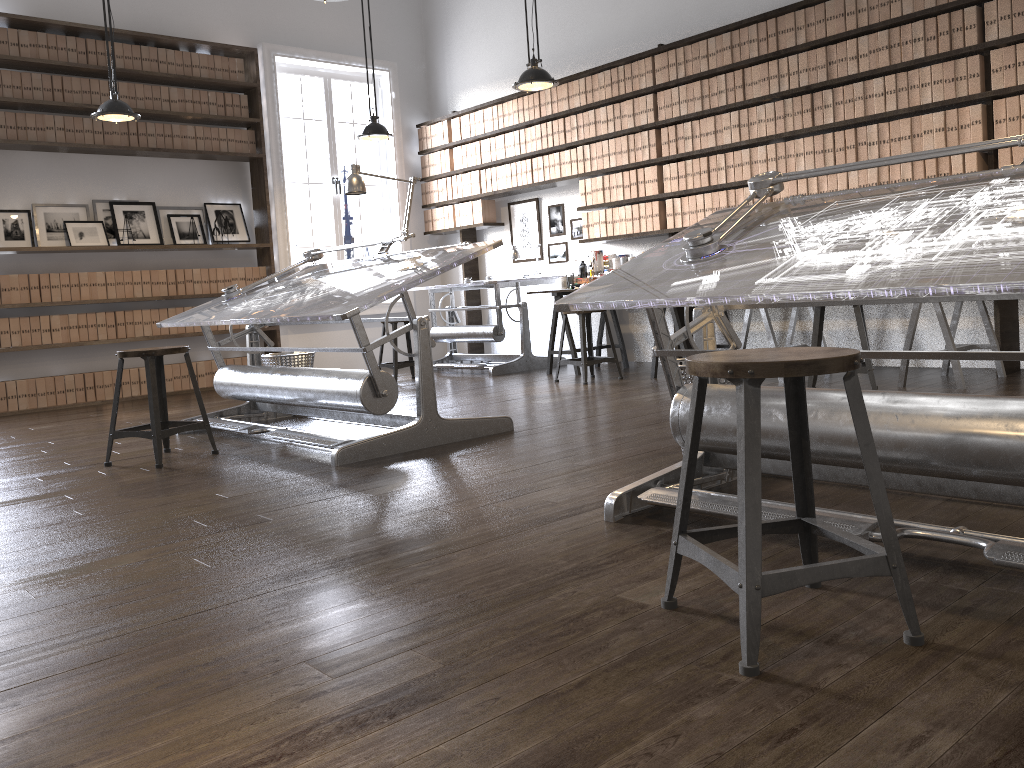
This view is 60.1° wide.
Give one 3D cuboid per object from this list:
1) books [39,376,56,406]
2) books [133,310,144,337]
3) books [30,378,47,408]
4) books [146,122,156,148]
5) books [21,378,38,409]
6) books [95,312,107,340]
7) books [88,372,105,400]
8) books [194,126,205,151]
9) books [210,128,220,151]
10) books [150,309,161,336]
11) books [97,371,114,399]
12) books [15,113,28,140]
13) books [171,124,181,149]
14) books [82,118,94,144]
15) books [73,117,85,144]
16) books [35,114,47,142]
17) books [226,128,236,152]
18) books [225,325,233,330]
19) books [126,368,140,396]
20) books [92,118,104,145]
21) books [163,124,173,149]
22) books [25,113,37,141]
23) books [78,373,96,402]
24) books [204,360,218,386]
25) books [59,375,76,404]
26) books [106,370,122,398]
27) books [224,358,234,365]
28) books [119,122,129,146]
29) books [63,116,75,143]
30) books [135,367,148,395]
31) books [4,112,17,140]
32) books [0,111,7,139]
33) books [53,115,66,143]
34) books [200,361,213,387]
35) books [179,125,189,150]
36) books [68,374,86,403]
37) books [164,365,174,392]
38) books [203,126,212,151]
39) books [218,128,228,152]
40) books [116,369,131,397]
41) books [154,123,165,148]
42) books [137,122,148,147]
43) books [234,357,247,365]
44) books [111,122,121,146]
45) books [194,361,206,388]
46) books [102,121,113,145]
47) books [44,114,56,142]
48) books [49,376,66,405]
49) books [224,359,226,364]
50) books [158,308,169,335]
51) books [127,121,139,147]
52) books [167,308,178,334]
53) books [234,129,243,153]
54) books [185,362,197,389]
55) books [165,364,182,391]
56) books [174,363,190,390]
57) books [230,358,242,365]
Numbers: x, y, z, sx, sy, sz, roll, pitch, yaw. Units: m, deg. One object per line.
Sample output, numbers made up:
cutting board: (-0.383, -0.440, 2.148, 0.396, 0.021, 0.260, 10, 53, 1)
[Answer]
books: (-3.637, 0.059, 6.938, 0.067, 0.225, 0.174, -7, 5, -41)
books: (-3.139, -0.503, 7.371, 0.067, 0.225, 0.174, -7, 5, -41)
books: (-3.683, 0.067, 6.889, 0.067, 0.225, 0.174, -7, 5, -41)
books: (-3.063, -2.072, 7.453, 0.067, 0.225, 0.174, -7, 5, -41)
books: (-3.736, 0.074, 6.848, 0.067, 0.225, 0.174, -7, 5, -41)
books: (-3.354, -0.469, 7.185, 0.067, 0.225, 0.174, -7, 5, -41)
books: (-3.366, 0.016, 7.176, 0.067, 0.225, 0.174, -7, 5, -41)
books: (-2.755, -2.120, 7.723, 0.067, 0.225, 0.174, -7, 5, -41)
books: (-2.654, -2.137, 7.819, 0.067, 0.225, 0.174, -7, 5, -41)
books: (-3.037, -0.520, 7.470, 0.067, 0.225, 0.174, -7, 5, -41)
books: (-3.316, 0.008, 7.218, 0.067, 0.225, 0.174, -7, 5, -41)
books: (-3.794, -1.958, 6.815, 0.067, 0.225, 0.174, -7, 5, -41)
books: (-2.906, -2.096, 7.589, 0.067, 0.225, 0.174, -7, 5, -41)
books: (-3.433, -2.014, 7.129, 0.067, 0.225, 0.174, -7, 5, -41)
books: (-3.488, -2.006, 7.086, 0.067, 0.225, 0.174, -7, 5, -41)
books: (-3.693, -1.974, 6.902, 0.067, 0.225, 0.174, -7, 5, -41)
books: (-2.543, -2.153, 7.908, 0.067, 0.225, 0.174, -7, 5, -41)
books: (-2.560, -0.594, 7.885, 0.067, 0.225, 0.174, -7, 5, -41)
books: (-3.160, -0.016, 7.354, 0.067, 0.225, 0.174, -7, 5, -41)
books: (-3.377, -2.022, 7.174, 0.067, 0.225, 0.174, -7, 5, -41)
books: (-2.960, -2.089, 7.549, 0.067, 0.225, 0.174, -7, 5, -41)
books: (-3.740, -1.965, 6.855, 0.067, 0.225, 0.174, -7, 5, -41)
books: (-3.418, 0.025, 7.123, 0.067, 0.225, 0.174, -7, 5, -41)
books: (-2.642, -0.097, 7.805, 0.067, 0.225, 0.174, -7, 5, -41)
books: (-3.528, 0.042, 7.028, 0.067, 0.225, 0.174, -7, 5, -41)
books: (-3.266, 0.001, 7.256, 0.067, 0.225, 0.174, -7, 5, -41)
books: (-2.543, -0.113, 7.900, 0.067, 0.225, 0.174, -7, 5, -41)
books: (-3.231, -2.046, 7.311, 0.067, 0.225, 0.174, -7, 5, -41)
books: (-3.539, -1.998, 7.038, 0.067, 0.225, 0.174, -7, 5, -41)
books: (-3.103, -0.025, 7.401, 0.067, 0.225, 0.174, -7, 5, -41)
books: (-3.847, -1.950, 6.768, 0.067, 0.225, 0.174, -7, 5, -41)
books: (-3.897, -1.941, 6.719, 0.067, 0.225, 0.174, -7, 5, -41)
books: (-3.589, -1.989, 6.989, 0.067, 0.225, 0.174, -7, 5, -41)
books: (-2.695, -0.089, 7.764, 0.067, 0.225, 0.174, -7, 5, -41)
books: (-2.859, -2.104, 7.636, 0.067, 0.225, 0.174, -7, 5, -41)
books: (-3.478, 0.034, 7.078, 0.067, 0.225, 0.174, -7, 5, -41)
books: (-2.951, -0.048, 7.534, 0.067, 0.225, 0.174, -7, 5, -41)
books: (-2.705, -2.128, 7.772, 0.067, 0.225, 0.174, -7, 5, -41)
books: (-2.599, -2.145, 7.862, 0.067, 0.225, 0.174, -7, 5, -41)
books: (-3.212, -0.007, 7.304, 0.067, 0.225, 0.174, -7, 5, -41)
books: (-3.013, -2.080, 7.502, 0.067, 0.225, 0.174, -7, 5, -41)
books: (-3.119, -2.064, 7.409, 0.067, 0.225, 0.174, -7, 5, -41)
books: (-2.437, -0.130, 7.994, 0.067, 0.225, 0.174, -7, 5, -41)
books: (-3.278, -2.038, 7.266, 0.067, 0.225, 0.174, -7, 5, -41)
books: (-2.741, -0.081, 7.722, 0.067, 0.225, 0.174, -7, 5, -41)
books: (-3.323, -2.031, 7.221, 0.067, 0.225, 0.174, -7, 5, -41)
books: (-3.645, -1.981, 6.943, 0.067, 0.225, 0.174, -7, 5, -41)
books: (-3.584, 0.050, 6.984, 0.067, 0.225, 0.174, -7, 5, -41)
books: (-2.596, -0.105, 7.854, 0.067, 0.225, 0.174, -7, 5, -41)
books: (-2.984, -0.528, 7.515, 0.067, 0.225, 0.174, -7, 5, -41)
books: (-3.172, -2.055, 7.356, 0.067, 0.225, 0.174, -7, 5, -41)
books: (-2.927, -0.537, 7.563, 0.067, 0.225, 0.174, -7, 5, -41)
books: (-2.493, -2.161, 7.951, 0.067, 0.225, 0.174, -7, 5, -41)
books: (-2.794, -0.073, 7.673, 0.067, 0.225, 0.174, -7, 5, -41)
books: (-2.903, -0.057, 7.585, 0.067, 0.225, 0.174, -7, 5, -41)
books: (-2.850, -0.065, 7.629, 0.067, 0.225, 0.174, -7, 5, -41)
books: (-2.487, -0.121, 7.944, 0.067, 0.225, 0.174, -7, 5, -41)
